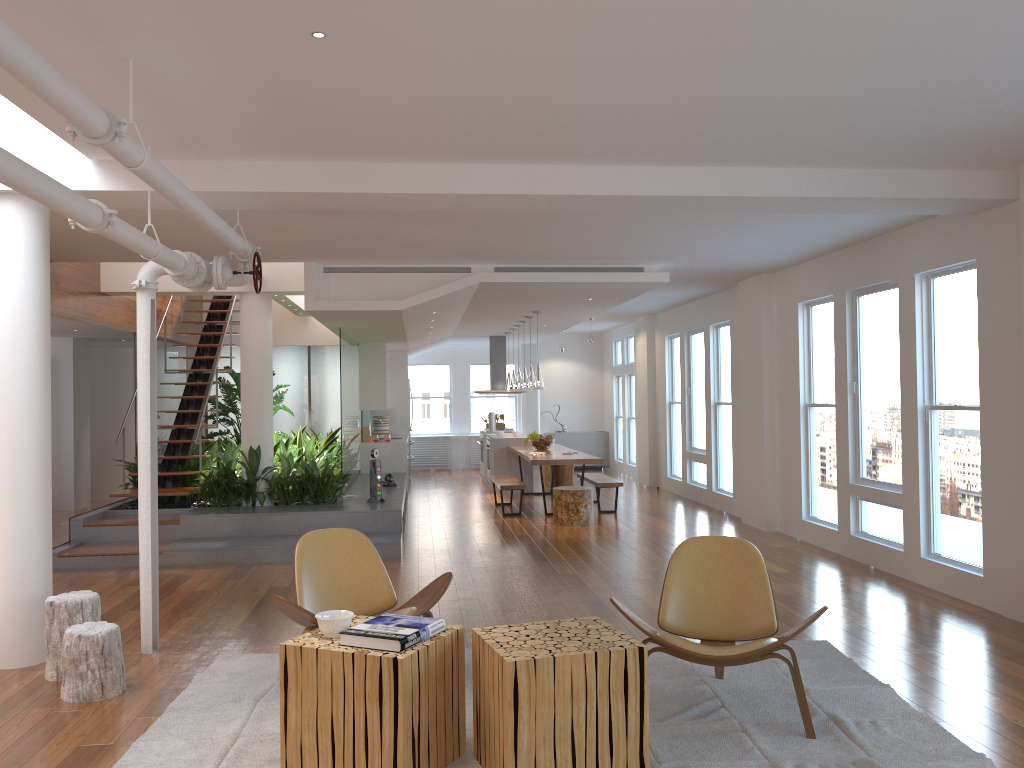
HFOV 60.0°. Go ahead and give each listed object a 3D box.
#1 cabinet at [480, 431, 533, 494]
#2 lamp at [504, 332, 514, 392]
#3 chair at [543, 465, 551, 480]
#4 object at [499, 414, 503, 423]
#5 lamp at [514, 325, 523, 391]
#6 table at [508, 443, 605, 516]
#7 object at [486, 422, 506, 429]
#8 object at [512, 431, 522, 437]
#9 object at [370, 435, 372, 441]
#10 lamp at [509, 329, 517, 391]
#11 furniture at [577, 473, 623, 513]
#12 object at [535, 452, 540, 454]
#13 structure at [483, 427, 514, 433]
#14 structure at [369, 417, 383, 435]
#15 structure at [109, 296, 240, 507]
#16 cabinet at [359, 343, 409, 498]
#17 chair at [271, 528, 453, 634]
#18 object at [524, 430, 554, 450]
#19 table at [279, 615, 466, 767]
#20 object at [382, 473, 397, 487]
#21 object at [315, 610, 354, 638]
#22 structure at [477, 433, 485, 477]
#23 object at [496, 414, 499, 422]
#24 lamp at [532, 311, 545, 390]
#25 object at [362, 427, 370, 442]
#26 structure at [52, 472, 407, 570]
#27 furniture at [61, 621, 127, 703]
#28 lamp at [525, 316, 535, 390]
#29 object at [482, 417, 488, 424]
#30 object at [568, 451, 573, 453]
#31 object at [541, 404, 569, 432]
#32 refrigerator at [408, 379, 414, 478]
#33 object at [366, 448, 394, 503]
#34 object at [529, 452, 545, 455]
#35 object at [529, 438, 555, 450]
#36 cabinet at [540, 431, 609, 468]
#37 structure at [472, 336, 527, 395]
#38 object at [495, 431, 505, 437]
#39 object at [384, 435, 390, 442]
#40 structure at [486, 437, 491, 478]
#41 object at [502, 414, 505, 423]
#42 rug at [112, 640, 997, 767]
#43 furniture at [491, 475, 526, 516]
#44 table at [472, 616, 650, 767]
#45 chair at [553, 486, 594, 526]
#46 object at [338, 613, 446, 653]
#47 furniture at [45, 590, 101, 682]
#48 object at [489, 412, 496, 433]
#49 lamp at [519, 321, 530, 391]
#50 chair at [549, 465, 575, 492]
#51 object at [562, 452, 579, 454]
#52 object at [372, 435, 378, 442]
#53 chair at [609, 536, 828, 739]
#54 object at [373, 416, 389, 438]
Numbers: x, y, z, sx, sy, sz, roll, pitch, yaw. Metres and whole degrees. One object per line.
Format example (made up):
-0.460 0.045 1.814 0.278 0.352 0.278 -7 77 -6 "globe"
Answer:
-0.133 1.250 14.801 0.597 0.832 2.936 -1 -1 -6 "cabinet"
-0.053 -0.402 14.754 0.160 1.060 0.160 -1 -1 21 "lamp"
0.729 1.449 15.583 0.344 0.430 0.549 -1 -1 -2 "chair"
-0.197 0.697 16.168 0.068 0.298 0.039 -1 -1 -6 "object"
0.099 -0.425 13.316 0.160 1.060 0.160 -1 -1 21 "lamp"
0.347 1.288 13.447 0.893 0.704 5.996 -1 -1 -6 "table"
-0.295 0.777 16.164 0.353 0.157 0.084 -1 -1 -6 "object"
0.072 0.776 13.745 0.152 0.082 0.152 -2 -1 45 "object"
-2.216 0.788 13.673 0.100 0.170 0.173 -1 -1 -4 "object"
0.023 -0.413 14.035 0.160 1.060 0.160 -1 -1 21 "lamp"
1.129 1.409 11.511 0.316 0.389 1.433 -1 -1 -6 "furniture"
0.328 0.894 11.449 0.070 0.030 0.079 0 -1 -43 "object"
-0.234 0.814 15.722 0.520 0.073 0.650 -1 -1 -6 "structure"
-2.178 0.799 14.176 0.248 0.536 0.115 -1 -1 -6 "structure"
-3.148 -0.602 11.331 2.552 4.265 4.591 -1 -1 -6 "structure"
-2.115 0.577 15.197 0.676 2.280 4.565 -1 -1 -6 "cabinet"
-0.732 1.170 4.558 0.856 0.752 0.867 -1 -1 -1 "chair"
0.393 0.787 12.452 0.394 0.284 0.292 0 -1 -42 "object"
-0.541 1.262 3.516 0.548 0.534 0.489 -1 -1 24 "table"
-1.532 1.186 10.983 0.216 0.155 0.181 0 -1 -41 "object"
-0.705 0.957 3.523 0.152 0.082 0.152 -2 -1 45 "object"
-0.268 1.240 15.700 0.649 0.735 0.890 -1 -1 -6 "structure"
-0.261 0.698 16.159 0.057 0.299 0.019 -1 -1 -6 "object"
0.326 -0.459 11.159 0.160 1.060 0.160 -1 -1 21 "lamp"
-2.204 0.759 13.426 0.104 0.222 0.200 -1 -1 -6 "object"
-2.837 1.470 10.665 3.088 0.386 5.584 -1 -1 -6 "structure"
-2.098 1.384 4.448 0.294 0.333 0.292 0 -1 -36 "furniture"
0.251 -0.447 11.878 0.160 1.060 0.160 -1 -1 21 "lamp"
-0.451 0.717 16.156 0.199 0.259 0.016 -1 -1 4 "object"
0.752 0.888 11.446 0.079 0.030 0.070 -1 -1 37 "object"
0.856 0.676 17.536 0.590 0.563 0.210 0 -1 -35 "object"
-2.136 0.803 15.938 0.725 1.772 0.908 -1 -1 -6 "refrigerator"
-1.372 0.958 9.278 0.318 0.565 0.134 -1 -1 30 "object"
0.328 0.900 11.449 0.222 0.020 0.222 -1 -1 34 "object"
0.421 0.850 12.440 0.360 0.159 0.360 0 -1 -43 "object"
1.243 1.316 17.611 1.309 0.725 0.420 -1 -1 -6 "cabinet"
-0.248 -0.517 15.714 0.909 1.405 0.900 -1 -1 -6 "structure"
-0.189 0.781 13.841 0.152 0.082 0.152 -1 -1 33 "object"
-1.849 0.803 13.143 0.094 0.106 0.094 -1 -1 0 "object"
-0.367 1.178 14.271 0.072 0.648 0.644 -1 -1 -6 "structure"
-0.162 0.697 16.190 0.057 0.294 0.030 -1 -1 -6 "object"
0.129 1.474 3.410 3.525 0.057 3.478 -1 -1 -2 "rug"
-0.057 1.425 11.386 0.316 0.389 1.433 -1 -1 -6 "furniture"
0.175 1.250 3.443 0.548 0.534 0.489 -1 -1 -18 "table"
0.699 1.387 10.120 0.460 0.400 0.460 -1 -1 4 "chair"
-0.463 0.969 3.464 0.279 0.048 0.334 -1 -1 25 "object"
-2.355 1.350 4.777 0.290 0.418 0.298 0 -1 -43 "furniture"
-0.330 0.667 15.253 0.120 0.356 0.172 -2 -1 42 "object"
0.175 -0.436 12.597 0.160 1.060 0.160 -1 -1 21 "lamp"
0.756 1.411 13.359 0.396 0.455 0.402 -1 -1 -16 "chair"
0.752 0.894 11.446 0.222 0.020 0.222 -1 -1 -14 "object"
-2.034 0.807 13.170 0.094 0.106 0.094 -1 -1 0 "object"
0.985 1.137 4.018 0.856 0.752 0.867 -2 -1 44 "chair"
-2.181 0.711 14.735 0.267 0.356 0.266 -1 -1 20 "object"
